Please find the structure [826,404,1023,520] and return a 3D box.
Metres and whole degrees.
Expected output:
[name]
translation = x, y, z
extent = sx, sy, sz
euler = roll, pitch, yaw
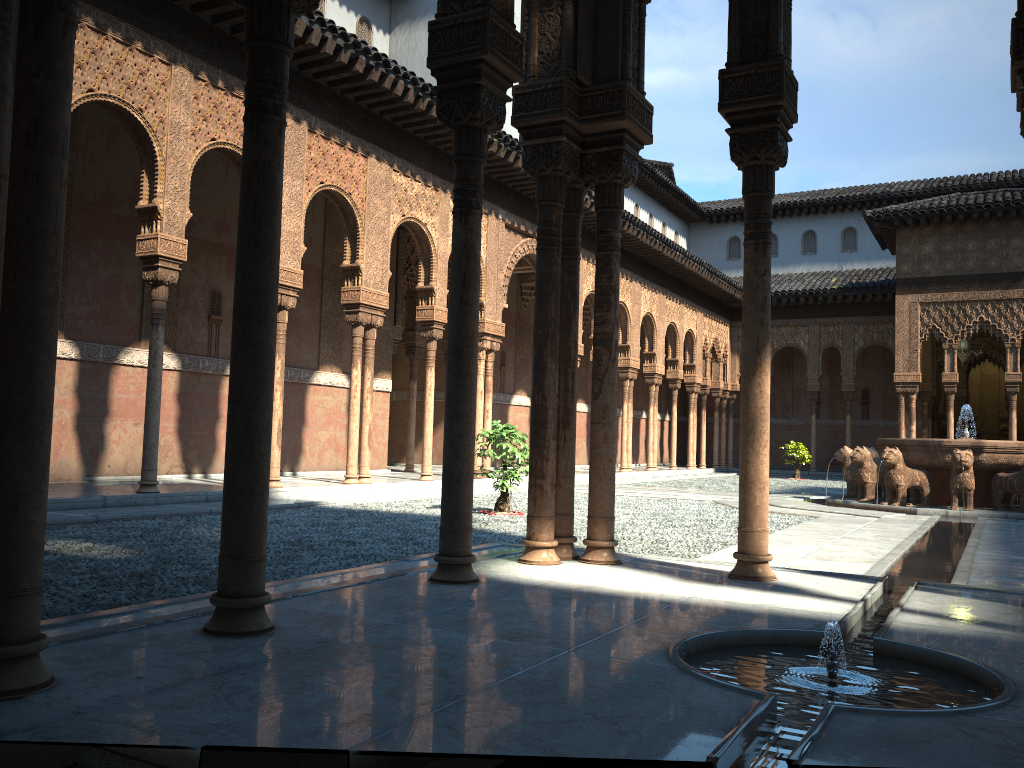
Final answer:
[structure]
translation = 8.040, 1.349, 15.715
extent = 4.508, 1.991, 4.508
euler = 0, -4, 29
